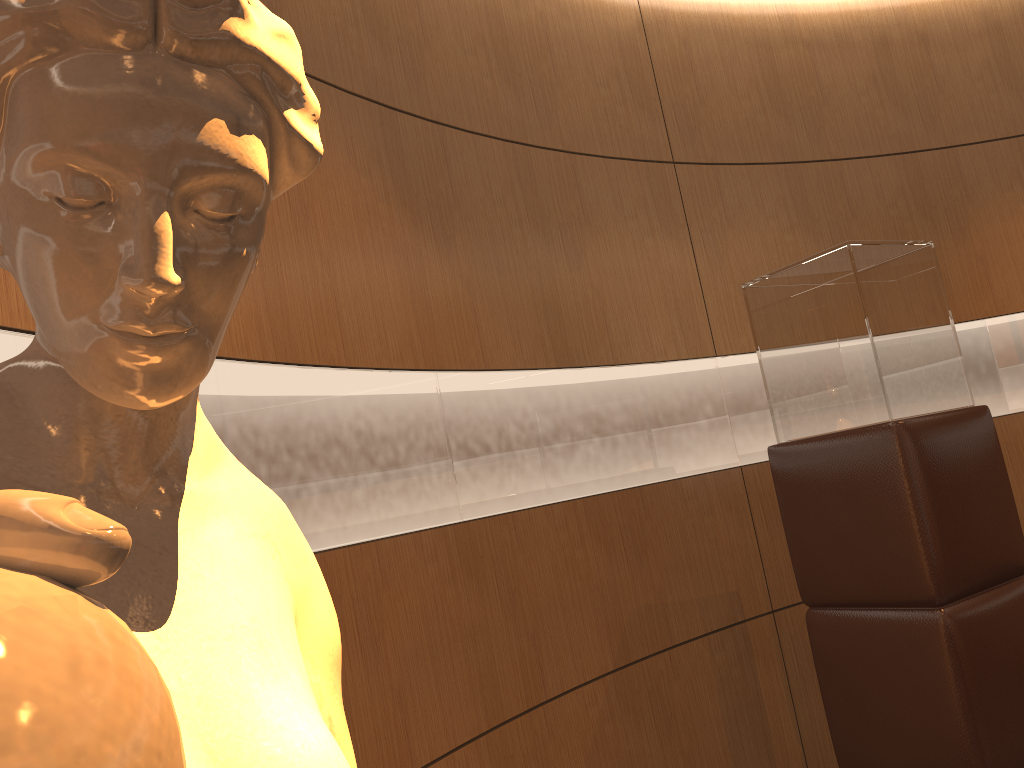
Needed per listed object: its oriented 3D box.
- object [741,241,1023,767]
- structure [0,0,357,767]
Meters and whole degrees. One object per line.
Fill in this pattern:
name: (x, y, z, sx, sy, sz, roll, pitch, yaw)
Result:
object: (1.161, 0.608, 2.556, 0.484, 2.000, 0.498, -6, -9, -33)
structure: (-0.177, 0.659, 0.388, 0.477, 1.836, 0.733, -11, -7, 2)
